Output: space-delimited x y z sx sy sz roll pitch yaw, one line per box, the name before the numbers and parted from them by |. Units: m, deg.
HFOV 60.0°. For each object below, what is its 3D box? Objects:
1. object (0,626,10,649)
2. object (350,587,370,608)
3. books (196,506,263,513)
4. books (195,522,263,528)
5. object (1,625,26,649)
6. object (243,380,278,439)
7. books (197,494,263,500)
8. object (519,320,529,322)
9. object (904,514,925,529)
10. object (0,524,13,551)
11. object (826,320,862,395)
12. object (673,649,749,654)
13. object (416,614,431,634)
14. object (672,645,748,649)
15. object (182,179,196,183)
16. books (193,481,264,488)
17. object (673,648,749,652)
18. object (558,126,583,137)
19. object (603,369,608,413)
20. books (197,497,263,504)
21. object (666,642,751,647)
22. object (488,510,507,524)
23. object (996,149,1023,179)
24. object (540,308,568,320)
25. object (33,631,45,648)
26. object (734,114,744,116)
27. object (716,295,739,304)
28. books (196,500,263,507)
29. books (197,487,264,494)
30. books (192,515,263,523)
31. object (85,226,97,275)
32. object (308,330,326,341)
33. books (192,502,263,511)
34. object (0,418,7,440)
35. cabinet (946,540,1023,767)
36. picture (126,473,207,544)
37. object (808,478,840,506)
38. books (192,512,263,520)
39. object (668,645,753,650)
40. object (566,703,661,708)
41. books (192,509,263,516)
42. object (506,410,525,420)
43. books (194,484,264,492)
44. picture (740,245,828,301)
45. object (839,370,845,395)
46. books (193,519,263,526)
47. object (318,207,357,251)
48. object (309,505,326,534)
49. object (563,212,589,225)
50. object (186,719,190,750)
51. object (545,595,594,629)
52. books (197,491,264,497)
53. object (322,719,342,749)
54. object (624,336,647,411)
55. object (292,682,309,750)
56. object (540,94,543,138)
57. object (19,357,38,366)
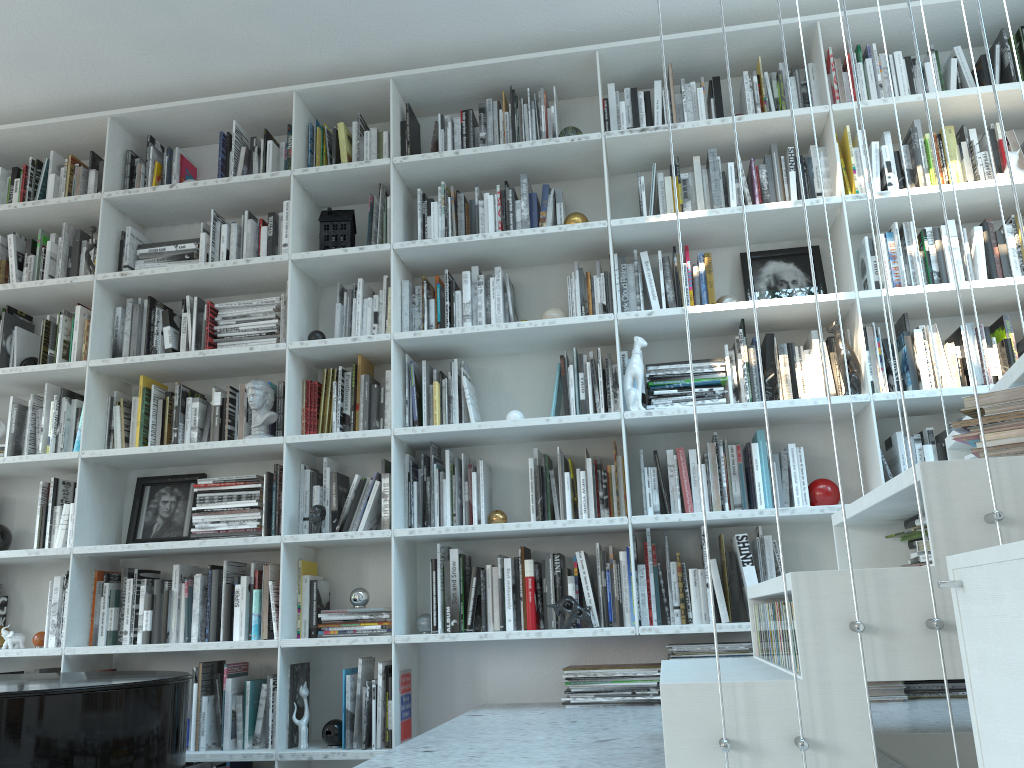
object | -2.048 1.010 3.533 0.091 0.091 0.091 1 -15 -13
object | -0.556 0.779 3.236 0.071 0.072 0.071 7 -17 -31
books | -1.090 0.504 3.499 0.254 0.012 0.161 -3 -15 4
books | -1.088 0.561 3.484 0.254 0.012 0.161 -3 -15 4
object | -1.941 0.984 3.452 0.060 0.094 0.078 -9 -16 25
object | -0.971 0.109 3.438 0.137 0.243 0.138 5 -16 -25
books | -1.092 0.458 3.513 0.254 0.012 0.161 -3 -15 5
object | 0.050 -0.217 3.455 0.068 0.068 0.068 1 -15 -13
object | 1.043 0.326 2.130 0.161 0.025 0.175 -6 -15 12
object | -2.120 0.638 3.628 0.134 0.135 0.134 7 -17 -31
object | 1.169 -0.083 3.106 0.087 0.287 0.075 -16 -20 42
object | 0.690 0.931 3.096 0.254 0.005 0.161 -5 -15 9
object | -0.317 0.879 3.253 0.071 0.072 0.071 7 -17 -31
object | 0.689 0.915 3.098 0.254 0.005 0.161 -5 -15 10
object | -1.389 -0.833 3.846 0.105 0.105 0.105 1 -15 -13
books | -1.094 0.410 3.522 0.285 0.012 0.160 -3 -15 4
object | 0.690 0.926 3.097 0.254 0.005 0.161 -5 -15 9
object | 0.236 -0.976 3.545 0.104 0.105 0.104 7 -17 -31
object | 0.363 0.061 3.384 0.014 0.207 0.130 -4 -15 9
books | -1.091 0.470 3.512 0.254 0.012 0.161 -4 -15 6
object | 0.687 0.907 3.090 0.285 0.005 0.160 -6 -15 13
object | -0.054 0.506 3.305 0.071 0.072 0.071 7 -17 -31
object | 1.841 -0.774 3.177 0.204 0.136 0.095 -9 -16 24
object | 0.166 -0.241 3.465 0.111 0.112 0.112 1 -15 -13
object | -1.833 0.996 3.455 0.061 0.062 0.061 7 -17 -31
object | 0.882 -1.011 3.442 0.071 0.072 0.071 7 -17 -31
object | 0.810 -0.289 3.337 0.091 0.092 0.092 7 -17 -31
books | -1.090 0.482 3.509 0.254 0.012 0.161 -5 -15 12
books | -1.093 0.434 3.519 0.254 0.012 0.161 -3 -15 5
books | -1.087 0.541 3.498 0.285 0.012 0.160 -5 -15 10
object | -1.762 -0.547 3.736 0.075 0.254 0.075 1 -15 -12
object | -0.773 -0.177 3.512 0.071 0.072 0.071 7 -17 -31
books | -1.090 0.492 3.501 0.285 0.012 0.160 -6 -15 13
object | -2.215 0.203 3.775 0.095 0.156 0.121 -8 -16 22
cabinet | 0.818 0.435 0.724 0.551 0.666 0.996 -4 -15 9
picture | -1.406 0.517 3.609 0.300 0.299 0.078 -4 -15 9
object | 1.096 0.391 3.122 0.115 0.116 0.115 1 -15 -13
books | -1.088 0.529 3.499 0.285 0.012 0.160 -5 -15 11
object | 0.690 0.921 3.099 0.285 0.005 0.160 -5 -15 9
object | 0.362 1.112 3.094 0.345 0.007 0.194 -3 -15 4
books | -1.090 0.515 3.495 0.285 0.012 0.160 -6 -15 13
object | 0.012 0.135 3.350 0.071 0.072 0.071 7 -17 -31
books | -1.092 0.423 3.526 0.285 0.012 0.160 -5 -15 11
picture | 1.047 -0.386 3.412 0.300 0.299 0.078 -4 -15 9
object | 1.194 -0.014 3.229 0.022 0.211 0.179 -4 -15 9
books | -1.087 0.553 3.498 0.285 0.012 0.160 -5 -15 9
object | -0.716 -0.609 3.640 0.135 0.247 0.136 -2 -15 -1
object | -0.718 0.500 3.271 0.054 0.113 0.079 -4 -15 7
object | 0.251 -0.619 3.460 0.100 0.101 0.101 1 -15 -13
object | -1.207 1.271 3.227 0.109 0.110 0.109 1 -15 -13
object | 0.197 0.781 3.033 0.160 0.113 0.065 -1 -15 -3
books | -1.092 0.446 3.518 0.254 0.012 0.161 -4 -15 6
object | -0.622 1.229 3.120 0.094 0.094 0.094 7 -17 -31
object | 0.445 -0.031 3.198 0.087 0.287 0.075 -16 -20 42
object | -0.741 1.169 3.132 0.053 0.224 0.046 -8 -15 20
object | 0.136 -1.036 3.680 0.006 0.297 0.130 -4 -15 9
object | -2.040 -0.067 3.770 0.097 0.098 0.097 7 -17 -31
